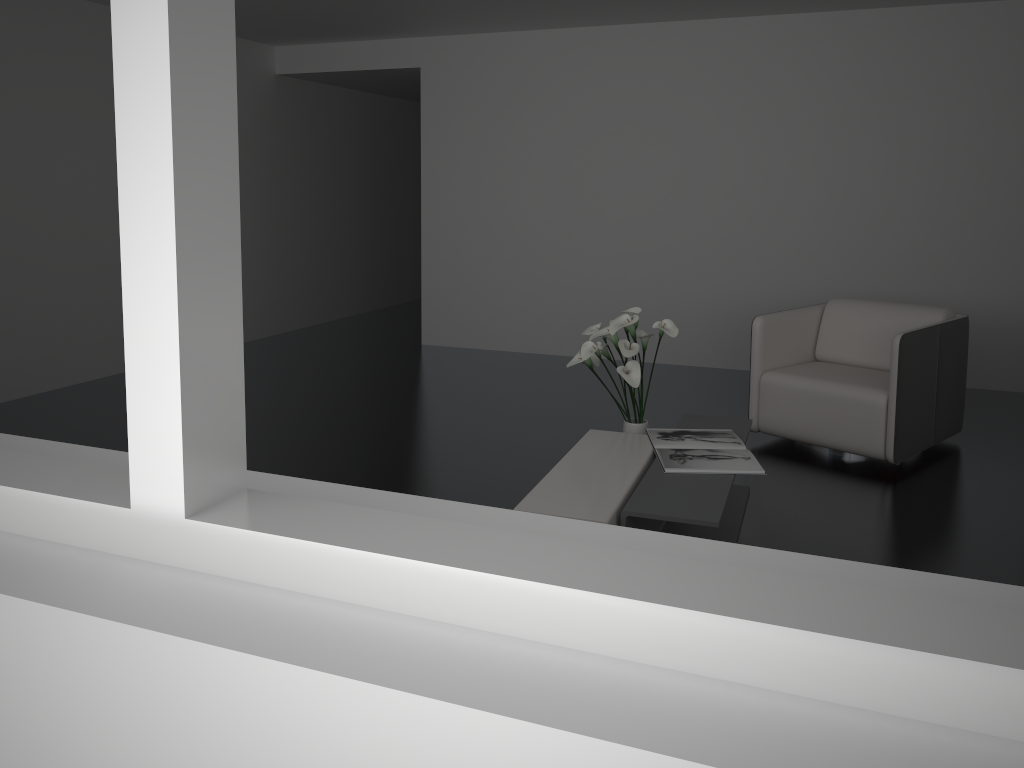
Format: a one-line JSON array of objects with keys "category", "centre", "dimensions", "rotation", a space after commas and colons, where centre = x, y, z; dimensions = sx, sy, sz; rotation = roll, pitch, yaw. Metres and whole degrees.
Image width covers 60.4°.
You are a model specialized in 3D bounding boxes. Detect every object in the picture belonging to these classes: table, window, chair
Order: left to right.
[{"category": "window", "centre": [-0.386, -0.486, 1.004], "dimensions": [8.072, 1.413, 0.111], "rotation": [5, 7, 21]}, {"category": "table", "centre": [0.303, 0.454, 3.151], "dimensions": [0.299, 0.308, 0.985], "rotation": [3, 12, 19]}, {"category": "table", "centre": [0.688, 0.426, 3.284], "dimensions": [0.299, 0.308, 1.279], "rotation": [4, 13, 19]}, {"category": "chair", "centre": [1.809, -0.073, 4.566], "dimensions": [0.927, 0.651, 0.774], "rotation": [-10, 14, -43]}]

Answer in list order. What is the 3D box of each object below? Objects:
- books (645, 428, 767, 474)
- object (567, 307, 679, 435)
[{"category": "books", "centre": [0.719, 0.245, 3.350], "dimensions": [0.358, 0.016, 0.559], "rotation": [1, 13, 1]}, {"category": "object", "centre": [0.451, 0.087, 3.707], "dimensions": [0.447, 0.786, 0.383], "rotation": [1, 7, 4]}]
